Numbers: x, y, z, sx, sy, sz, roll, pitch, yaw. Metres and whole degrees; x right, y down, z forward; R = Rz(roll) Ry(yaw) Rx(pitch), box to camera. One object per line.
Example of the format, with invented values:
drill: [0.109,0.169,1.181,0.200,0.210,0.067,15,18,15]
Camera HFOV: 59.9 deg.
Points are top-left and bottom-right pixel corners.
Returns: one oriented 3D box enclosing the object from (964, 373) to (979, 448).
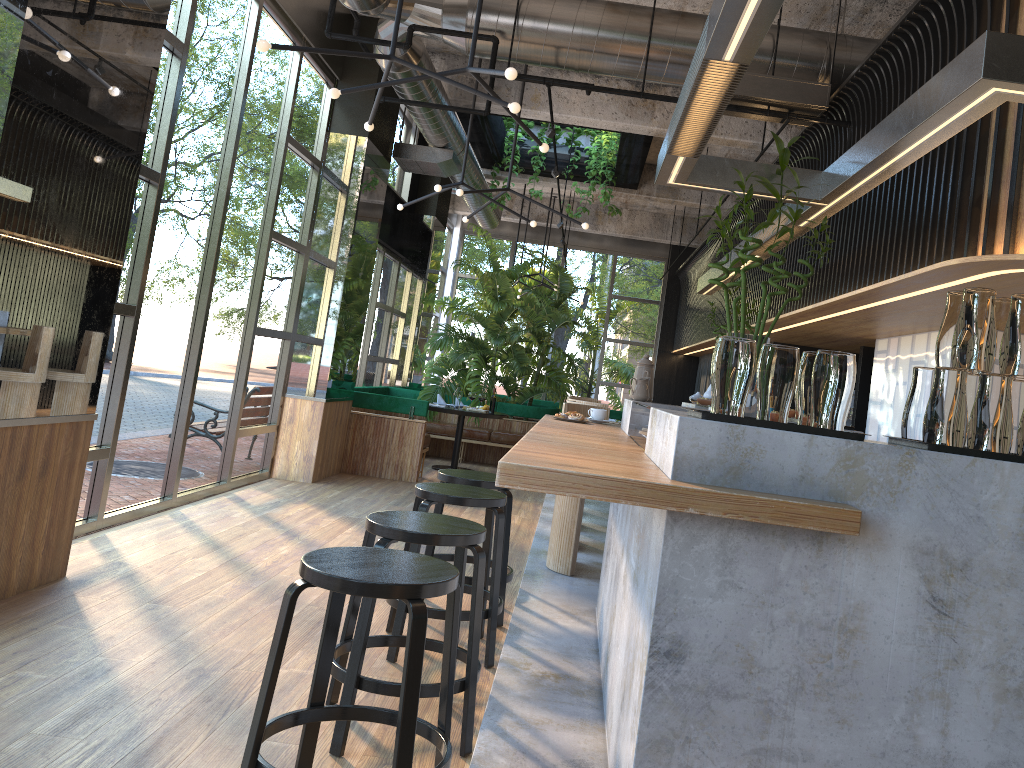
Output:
object: [1.199,0.078,2.326,0.107,0.210,0.103,9,-4,-13]

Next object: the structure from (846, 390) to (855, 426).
structure: [3.613,0.839,9.627,0.549,1.603,0.835,8,-3,3]

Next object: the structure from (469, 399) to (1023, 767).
structure: [3.100,0.751,5.539,5.841,1.737,7.108,8,0,2]

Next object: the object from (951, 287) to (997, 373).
object: [1.172,-0.136,2.244,0.107,0.210,0.103,9,-4,-13]

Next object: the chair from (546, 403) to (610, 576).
chair: [0.510,0.631,5.328,0.568,0.974,0.523,11,-4,-41]

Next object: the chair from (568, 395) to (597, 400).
chair: [0.742,0.627,8.464,0.539,0.974,0.553,7,-3,12]

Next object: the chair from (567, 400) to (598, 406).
chair: [0.580,0.632,6.096,0.568,0.974,0.523,11,-4,-38]

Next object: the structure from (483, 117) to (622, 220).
structure: [0.749,-2.905,11.902,2.093,1.524,1.458,7,-2,31]

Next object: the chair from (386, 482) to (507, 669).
chair: [-0.277,0.822,3.947,0.521,0.700,0.506,8,-3,-7]

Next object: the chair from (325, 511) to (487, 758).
chair: [-0.344,0.823,3.041,0.522,0.700,0.504,9,-3,-9]

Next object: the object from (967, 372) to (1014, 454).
object: [1.199,0.079,2.217,0.107,0.210,0.103,9,-4,-13]

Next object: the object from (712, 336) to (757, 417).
object: [0.545,-0.009,2.197,0.103,0.210,0.107,7,-4,17]

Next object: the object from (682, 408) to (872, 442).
object: [0.660,0.102,2.267,0.437,0.019,0.272,8,1,1]

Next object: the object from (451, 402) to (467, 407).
object: [-0.643,0.221,11.110,0.238,0.139,0.227,8,-1,-14]

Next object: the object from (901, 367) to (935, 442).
object: [1.086,0.062,2.337,0.106,0.210,0.104,8,-4,-3]

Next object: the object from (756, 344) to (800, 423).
object: [0.668,0.007,2.247,0.103,0.210,0.107,7,-4,17]

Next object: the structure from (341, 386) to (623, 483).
structure: [0.778,0.514,6.398,6.026,1.554,20.065,8,1,4]

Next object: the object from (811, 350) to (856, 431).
object: [0.791,0.025,2.196,0.106,0.210,0.104,8,-4,-3]

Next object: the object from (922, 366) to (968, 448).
object: [1.091,0.064,2.226,0.106,0.210,0.104,8,-4,-3]

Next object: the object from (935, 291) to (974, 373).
object: [1.175,-0.137,2.334,0.107,0.210,0.103,9,-4,-13]

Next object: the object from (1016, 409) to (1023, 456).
object: [1.319,0.096,2.211,0.107,0.210,0.103,9,-4,-13]

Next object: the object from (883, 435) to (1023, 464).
object: [1.205,0.178,2.270,0.437,0.019,0.272,8,1,1]

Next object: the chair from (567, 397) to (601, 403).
chair: [0.682,0.628,7.656,0.564,0.974,0.528,10,-4,-23]

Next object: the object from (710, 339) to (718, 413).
object: [0.565,-0.008,2.305,0.103,0.210,0.107,7,-4,17]

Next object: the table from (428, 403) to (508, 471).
table: [-0.649,0.670,10.714,1.138,0.754,1.057,9,-1,-29]

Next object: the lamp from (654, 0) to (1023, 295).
lamp: [3.095,-1.798,5.888,5.004,2.141,6.685,8,0,-3]

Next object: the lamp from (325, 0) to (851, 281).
lamp: [0.740,-2.493,11.144,3.792,1.537,9.993,8,1,1]

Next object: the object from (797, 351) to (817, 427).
object: [0.792,0.024,2.311,0.106,0.210,0.104,8,-4,-3]

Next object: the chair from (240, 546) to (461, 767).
chair: [-0.396,0.824,2.332,0.504,0.700,0.522,7,-3,16]

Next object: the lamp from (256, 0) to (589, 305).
lamp: [1.395,-2.193,6.857,5.083,1.830,18.857,8,1,4]

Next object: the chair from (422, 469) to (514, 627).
chair: [-0.230,0.822,4.593,0.517,0.700,0.509,8,-3,-2]

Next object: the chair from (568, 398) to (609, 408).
chair: [0.643,0.631,6.908,0.530,0.974,0.562,7,-4,26]

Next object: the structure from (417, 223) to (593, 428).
structure: [-0.130,-0.586,13.154,2.475,3.454,2.609,9,-3,-13]
